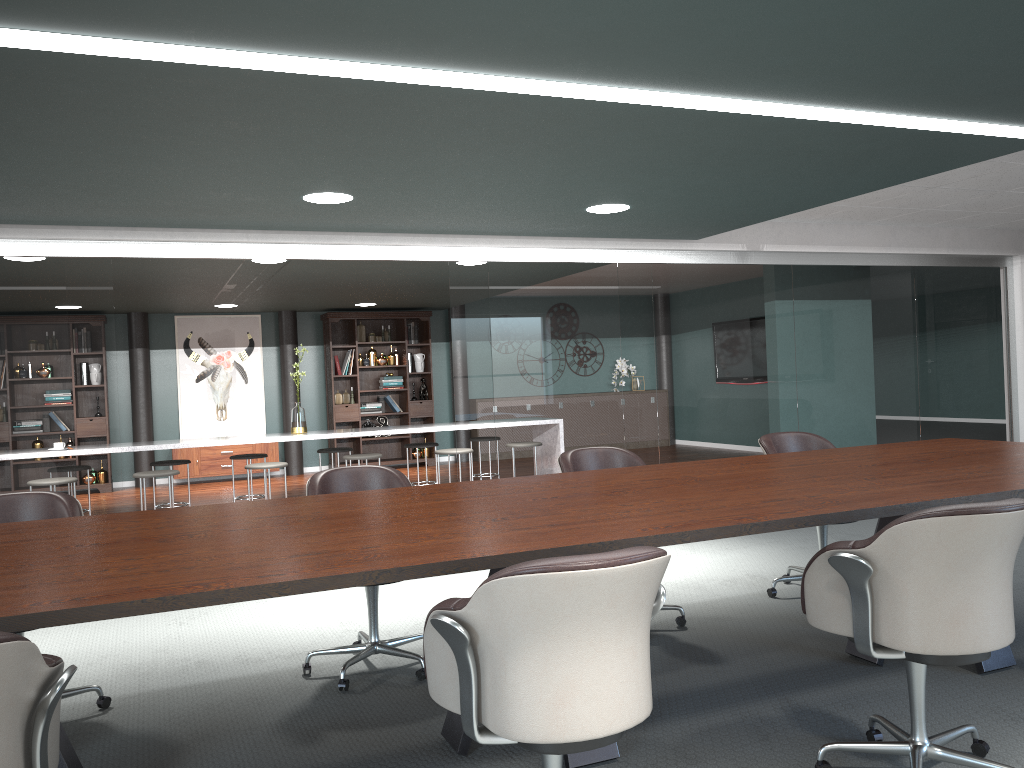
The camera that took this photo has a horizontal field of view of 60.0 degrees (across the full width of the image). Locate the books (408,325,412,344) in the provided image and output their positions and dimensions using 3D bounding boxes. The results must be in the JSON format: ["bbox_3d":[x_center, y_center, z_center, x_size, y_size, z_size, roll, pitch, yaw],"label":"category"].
[{"bbox_3d":[-1.345,-0.629,11.445,0.042,0.248,0.194,-3,1,-23],"label":"books"}]

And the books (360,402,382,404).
[{"bbox_3d":[-1.806,0.240,11.228,0.268,0.016,0.205,-3,1,-23],"label":"books"}]

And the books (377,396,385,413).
[{"bbox_3d":[-1.678,0.263,11.357,0.063,0.214,0.139,-3,1,-23],"label":"books"}]

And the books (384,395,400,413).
[{"bbox_3d":[-1.543,0.254,11.341,0.176,0.227,0.194,-3,1,-23],"label":"books"}]

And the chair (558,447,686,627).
[{"bbox_3d":[0.441,0.668,3.841,0.533,0.761,0.523,-3,1,-41],"label":"chair"}]

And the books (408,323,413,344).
[{"bbox_3d":[-1.318,-0.641,11.457,0.016,0.268,0.205,-3,1,-23],"label":"books"}]

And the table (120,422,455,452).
[{"bbox_3d":[-1.753,0.765,7.423,4.577,0.699,0.609,-3,1,-23],"label":"table"}]

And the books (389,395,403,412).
[{"bbox_3d":[-1.511,0.251,11.354,0.166,0.228,0.205,-3,1,-23],"label":"books"}]

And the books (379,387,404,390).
[{"bbox_3d":[-1.547,0.058,11.365,0.268,0.016,0.205,-3,1,-23],"label":"books"}]

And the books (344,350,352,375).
[{"bbox_3d":[-2.069,-0.268,11.139,0.090,0.316,0.197,-3,1,-23],"label":"books"}]

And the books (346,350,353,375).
[{"bbox_3d":[-2.050,-0.266,11.147,0.063,0.309,0.210,-3,1,-23],"label":"books"}]

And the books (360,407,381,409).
[{"bbox_3d":[-1.815,0.298,11.224,0.268,0.016,0.205,-3,1,-23],"label":"books"}]

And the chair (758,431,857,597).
[{"bbox_3d":[1.464,0.621,4.275,0.535,0.761,0.518,-3,0,-16],"label":"chair"}]

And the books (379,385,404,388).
[{"bbox_3d":[-1.546,0.035,11.367,0.286,0.027,0.184,-3,1,-23],"label":"books"}]

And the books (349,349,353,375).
[{"bbox_3d":[-2.041,-0.273,11.148,0.062,0.322,0.197,-3,1,-23],"label":"books"}]

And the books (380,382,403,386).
[{"bbox_3d":[-1.549,0.000,11.364,0.248,0.042,0.194,-3,1,-23],"label":"books"}]

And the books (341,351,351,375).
[{"bbox_3d":[-2.093,-0.258,11.135,0.115,0.296,0.210,-3,1,-23],"label":"books"}]

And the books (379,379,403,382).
[{"bbox_3d":[-1.552,-0.045,11.358,0.268,0.016,0.205,-3,1,-23],"label":"books"}]

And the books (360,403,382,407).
[{"bbox_3d":[-1.795,0.269,11.232,0.248,0.042,0.194,-3,1,-23],"label":"books"}]

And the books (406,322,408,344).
[{"bbox_3d":[-1.379,-0.647,11.432,0.027,0.286,0.184,-3,1,-23],"label":"books"}]

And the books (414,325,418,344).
[{"bbox_3d":[-1.263,-0.632,11.479,0.042,0.248,0.194,-3,1,-23],"label":"books"}]

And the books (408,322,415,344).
[{"bbox_3d":[-1.297,-0.651,11.466,0.027,0.286,0.184,-3,1,-23],"label":"books"}]

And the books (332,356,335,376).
[{"bbox_3d":[-2.253,-0.225,11.065,0.042,0.248,0.194,-3,1,-23],"label":"books"}]

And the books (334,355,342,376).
[{"bbox_3d":[-2.195,-0.229,11.089,0.084,0.252,0.194,-3,1,-23],"label":"books"}]

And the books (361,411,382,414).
[{"bbox_3d":[-1.810,0.363,11.226,0.286,0.027,0.184,-3,1,-23],"label":"books"}]

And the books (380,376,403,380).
[{"bbox_3d":[-1.550,-0.074,11.365,0.248,0.042,0.194,-3,1,-23],"label":"books"}]

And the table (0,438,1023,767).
[{"bbox_3d":[-0.662,0.756,2.449,6.694,0.706,1.374,-3,1,-23],"label":"table"}]

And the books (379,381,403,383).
[{"bbox_3d":[-1.551,-0.030,11.365,0.268,0.016,0.205,-3,1,-23],"label":"books"}]

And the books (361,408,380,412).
[{"bbox_3d":[-1.814,0.328,11.224,0.248,0.042,0.194,-3,1,-23],"label":"books"}]

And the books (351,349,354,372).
[{"bbox_3d":[-2.027,-0.273,11.152,0.062,0.322,0.197,-3,1,-23],"label":"books"}]

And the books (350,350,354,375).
[{"bbox_3d":[-2.036,-0.267,11.152,0.063,0.309,0.210,-3,1,-23],"label":"books"}]
